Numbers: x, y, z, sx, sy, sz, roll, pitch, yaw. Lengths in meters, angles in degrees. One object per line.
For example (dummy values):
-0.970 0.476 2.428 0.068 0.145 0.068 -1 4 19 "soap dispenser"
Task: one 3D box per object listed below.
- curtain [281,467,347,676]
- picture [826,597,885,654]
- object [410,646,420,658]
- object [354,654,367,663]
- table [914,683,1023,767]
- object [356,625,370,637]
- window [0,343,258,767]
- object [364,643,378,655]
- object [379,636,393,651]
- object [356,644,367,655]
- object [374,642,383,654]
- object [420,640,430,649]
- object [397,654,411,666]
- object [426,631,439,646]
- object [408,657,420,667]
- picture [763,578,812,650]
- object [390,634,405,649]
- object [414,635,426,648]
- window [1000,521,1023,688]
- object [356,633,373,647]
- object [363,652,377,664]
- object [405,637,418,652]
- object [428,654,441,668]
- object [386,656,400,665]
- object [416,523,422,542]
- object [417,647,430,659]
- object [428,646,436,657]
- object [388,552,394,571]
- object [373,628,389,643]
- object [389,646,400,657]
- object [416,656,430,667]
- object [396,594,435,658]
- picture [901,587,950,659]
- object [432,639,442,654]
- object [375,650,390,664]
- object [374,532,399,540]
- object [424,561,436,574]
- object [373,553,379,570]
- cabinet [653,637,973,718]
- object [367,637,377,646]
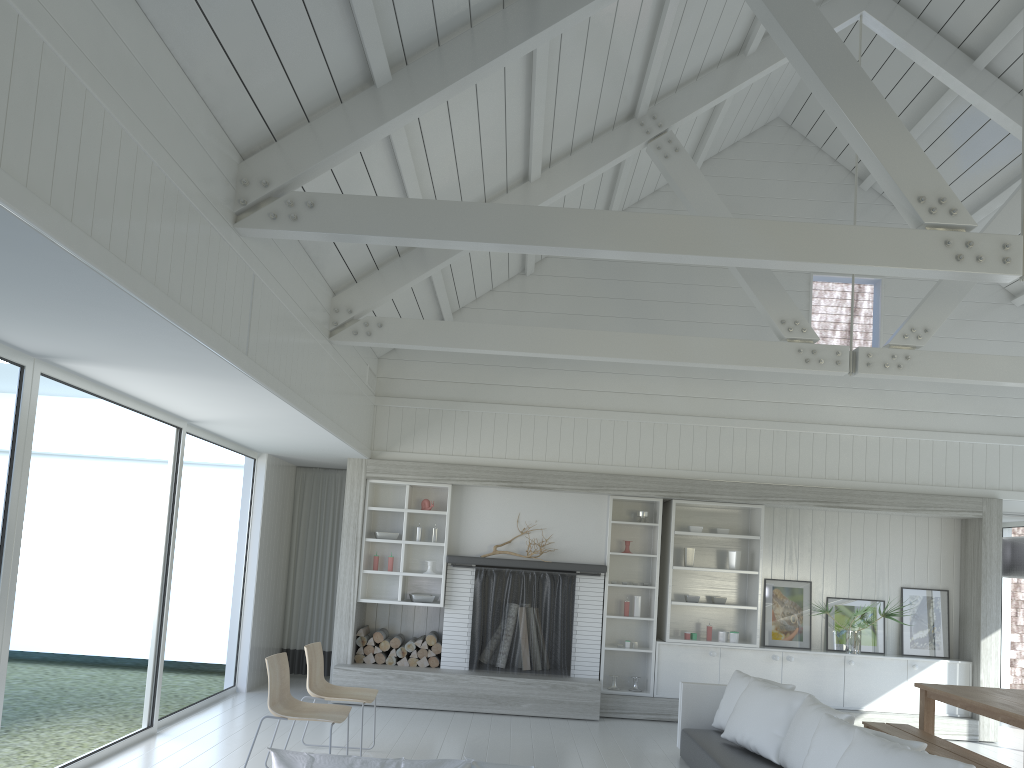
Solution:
-2.269 2.135 10.118 0.630 2.347 0.117 4 -5 0 "curtain"
3.577 2.513 9.173 0.609 0.548 0.054 4 -5 0 "picture"
-0.996 2.772 9.137 0.080 0.079 0.484 4 -11 -1 "object"
-1.545 2.832 9.155 0.108 0.105 0.521 4 -11 -1 "object"
3.479 2.381 5.193 0.906 0.754 2.988 4 -11 1 "table"
-1.542 2.561 9.158 0.080 0.079 0.484 4 -11 -1 "object"
-2.691 1.045 4.648 0.080 2.392 8.832 4 -11 1 "window"
-1.452 2.741 9.154 0.109 0.108 0.501 4 -11 -1 "object"
-1.294 2.697 9.158 0.109 0.108 0.501 4 -11 -1 "object"
-1.538 2.738 9.142 0.080 0.079 0.484 4 -11 -1 "object"
-1.359 2.737 9.148 0.080 0.079 0.484 4 -11 -1 "object"
-0.892 2.684 9.145 0.080 0.079 0.484 4 -11 -1 "object"
-1.100 2.874 9.158 0.134 0.145 0.555 4 -11 1 "object"
-0.824 2.642 9.162 0.110 0.109 0.501 4 -11 -1 "object"
-1.002 2.866 9.150 0.108 0.105 0.521 4 -11 -1 "object"
2.870 2.393 9.176 0.495 0.697 0.066 4 -5 0 "picture"
-1.188 2.669 9.160 0.109 0.108 0.501 4 -11 -1 "object"
-0.955 2.669 9.146 0.086 0.090 0.485 4 -11 -1 "object"
6.593 3.000 11.479 0.038 2.403 0.956 4 -6 1 "window"
-1.531 2.653 9.163 0.109 0.108 0.501 4 -11 -1 "object"
-1.442 2.834 9.162 0.134 0.145 0.555 4 -11 1 "object"
-1.037 2.705 9.157 0.109 0.108 0.501 4 -11 -1 "object"
-0.796 2.857 9.143 0.110 0.109 0.501 4 -11 -1 "object"
-1.225 2.832 9.154 0.105 0.113 0.524 4 -11 0 "object"
-0.956 1.524 9.064 0.054 0.194 0.055 4 -6 1 "object"
-0.910 2.775 9.150 0.109 0.108 0.501 4 -11 -1 "object"
-0.817 2.771 9.143 0.080 0.079 0.484 4 -11 -1 "object"
-1.241 1.822 9.038 0.054 0.194 0.055 4 -6 1 "object"
-1.359 2.615 9.166 0.110 0.109 0.501 4 -11 -1 "object"
-1.208 2.758 9.139 0.080 0.079 0.484 4 -11 -1 "object"
-0.900 2.868 9.158 0.134 0.145 0.555 4 -11 1 "object"
-1.033 2.497 9.139 0.342 0.636 0.618 5 -8 -14 "object"
4.298 2.482 9.164 0.495 0.697 0.066 4 -5 0 "picture"
-0.766 2.725 9.154 0.109 0.108 0.501 4 -11 -1 "object"
-1.338 2.823 9.147 0.110 0.109 0.501 4 -11 -1 "object"
-1.294 1.567 9.077 0.242 0.071 0.245 6 -11 -14 "object"
-0.840 1.879 9.029 0.137 0.129 0.138 5 -9 -12 "object"
-1.393 1.812 9.040 0.054 0.194 0.055 4 -6 1 "object"
3.030 3.024 9.134 3.181 0.545 0.662 4 -9 0 "cabinet"
-1.434 2.650 9.149 0.080 0.079 0.484 4 -11 -1 "object"
